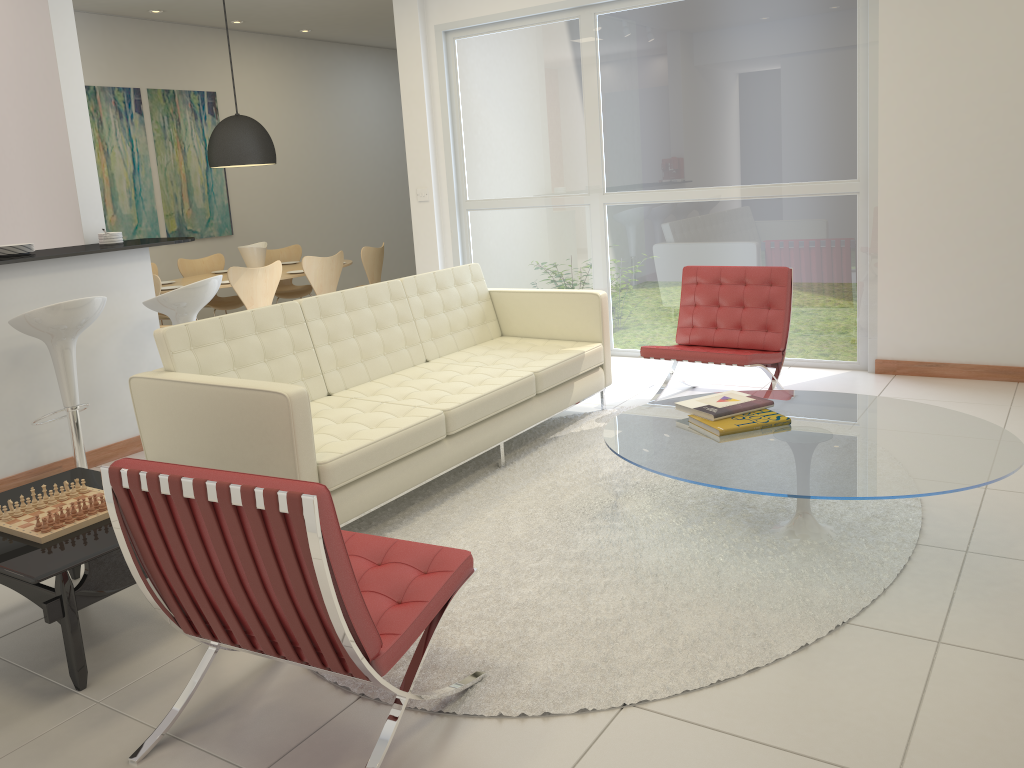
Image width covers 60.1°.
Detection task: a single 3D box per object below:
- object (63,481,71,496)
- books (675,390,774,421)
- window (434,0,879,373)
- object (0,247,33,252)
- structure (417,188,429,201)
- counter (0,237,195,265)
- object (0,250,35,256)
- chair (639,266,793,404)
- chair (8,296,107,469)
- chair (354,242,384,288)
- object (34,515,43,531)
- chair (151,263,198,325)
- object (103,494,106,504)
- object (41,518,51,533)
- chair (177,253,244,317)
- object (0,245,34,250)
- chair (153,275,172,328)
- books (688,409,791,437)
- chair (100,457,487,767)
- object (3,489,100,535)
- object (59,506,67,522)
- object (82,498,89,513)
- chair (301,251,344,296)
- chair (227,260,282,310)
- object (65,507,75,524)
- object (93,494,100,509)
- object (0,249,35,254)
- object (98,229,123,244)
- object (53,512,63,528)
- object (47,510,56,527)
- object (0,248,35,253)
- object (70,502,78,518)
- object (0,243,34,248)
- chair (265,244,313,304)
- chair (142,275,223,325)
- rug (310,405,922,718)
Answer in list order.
[{"bbox_3d":[-1.602,0.373,3.187,0.030,0.052,0.030,1,12,26],"label":"object"},{"bbox_3d":[0.895,0.089,3.744,0.325,0.026,0.257,-11,15,-26],"label":"books"},{"bbox_3d":[0.925,-1.518,6.619,3.438,2.686,0.122,4,13,33],"label":"window"},{"bbox_3d":[-2.793,-0.752,4.962,0.210,0.015,0.212,-7,14,-12],"label":"object"},{"bbox_3d":[-0.761,-1.609,7.527,0.114,0.103,0.013,4,13,33],"label":"structure"},{"bbox_3d":[-2.951,-0.596,4.506,0.737,0.019,2.993,5,16,32],"label":"counter"},{"bbox_3d":[-2.791,-0.731,4.966,0.210,0.015,0.212,-7,14,-12],"label":"object"},{"bbox_3d":[1.241,-0.271,5.328,0.701,0.808,0.712,5,15,38],"label":"chair"},{"bbox_3d":[-2.246,0.064,4.513,0.466,1.010,0.460,6,15,44],"label":"chair"},{"bbox_3d":[-1.461,-0.887,8.549,0.515,0.897,0.527,-1,11,17],"label":"chair"},{"bbox_3d":[-1.531,0.447,2.860,0.030,0.049,0.030,5,14,40],"label":"object"},{"bbox_3d":[-3.099,-0.612,7.870,0.515,0.897,0.527,-2,11,13],"label":"chair"},{"bbox_3d":[-1.401,0.391,3.057,0.030,0.049,0.030,5,14,40],"label":"object"},{"bbox_3d":[-1.497,0.452,2.839,0.030,0.043,0.030,6,15,40],"label":"object"},{"bbox_3d":[-2.819,-0.772,8.464,0.517,0.897,0.526,4,14,37],"label":"chair"},{"bbox_3d":[-2.793,-0.758,4.961,0.210,0.015,0.212,-7,14,-12],"label":"object"},{"bbox_3d":[-2.865,-0.446,7.100,0.521,0.897,0.521,-1,11,17],"label":"chair"},{"bbox_3d":[0.923,0.146,3.608,0.324,0.026,0.258,-8,14,-16],"label":"books"},{"bbox_3d":[-0.574,0.543,2.424,0.700,0.808,0.714,2,13,28],"label":"chair"},{"bbox_3d":[-1.537,0.430,3.034,0.350,0.001,0.350,5,16,33],"label":"object"},{"bbox_3d":[-1.487,0.428,2.926,0.030,0.049,0.030,5,14,40],"label":"object"},{"bbox_3d":[-1.444,0.409,2.992,0.030,0.049,0.030,5,14,40],"label":"object"},{"bbox_3d":[-1.769,-0.717,7.924,0.516,0.897,0.526,3,13,33],"label":"chair"},{"bbox_3d":[-2.180,-0.552,7.349,0.517,0.897,0.525,5,14,40],"label":"chair"},{"bbox_3d":[-1.454,0.428,2.904,0.030,0.054,0.030,5,14,40],"label":"object"},{"bbox_3d":[-1.423,0.400,3.024,0.030,0.049,0.030,5,14,40],"label":"object"},{"bbox_3d":[-2.792,-0.738,4.965,0.210,0.015,0.212,-7,14,-12],"label":"object"},{"bbox_3d":[-2.524,-0.928,5.530,0.140,0.096,0.175,2,14,26],"label":"object"},{"bbox_3d":[-1.476,0.439,2.871,0.030,0.052,0.030,5,14,40],"label":"object"},{"bbox_3d":[-1.509,0.437,2.893,0.030,0.049,0.030,5,14,40],"label":"object"},{"bbox_3d":[-2.792,-0.745,4.963,0.210,0.015,0.212,-7,14,-12],"label":"object"},{"bbox_3d":[-1.466,0.419,2.959,0.030,0.049,0.030,5,14,40],"label":"object"},{"bbox_3d":[-2.794,-0.772,4.958,0.210,0.015,0.212,-7,14,-12],"label":"object"},{"bbox_3d":[-2.294,-0.946,9.042,0.524,0.897,0.519,-11,13,-32],"label":"chair"},{"bbox_3d":[-1.852,-0.107,5.117,0.464,1.010,0.462,0,11,19],"label":"chair"},{"bbox_3d":[0.466,0.523,3.940,2.447,0.004,3.360,5,16,34],"label":"rug"}]
